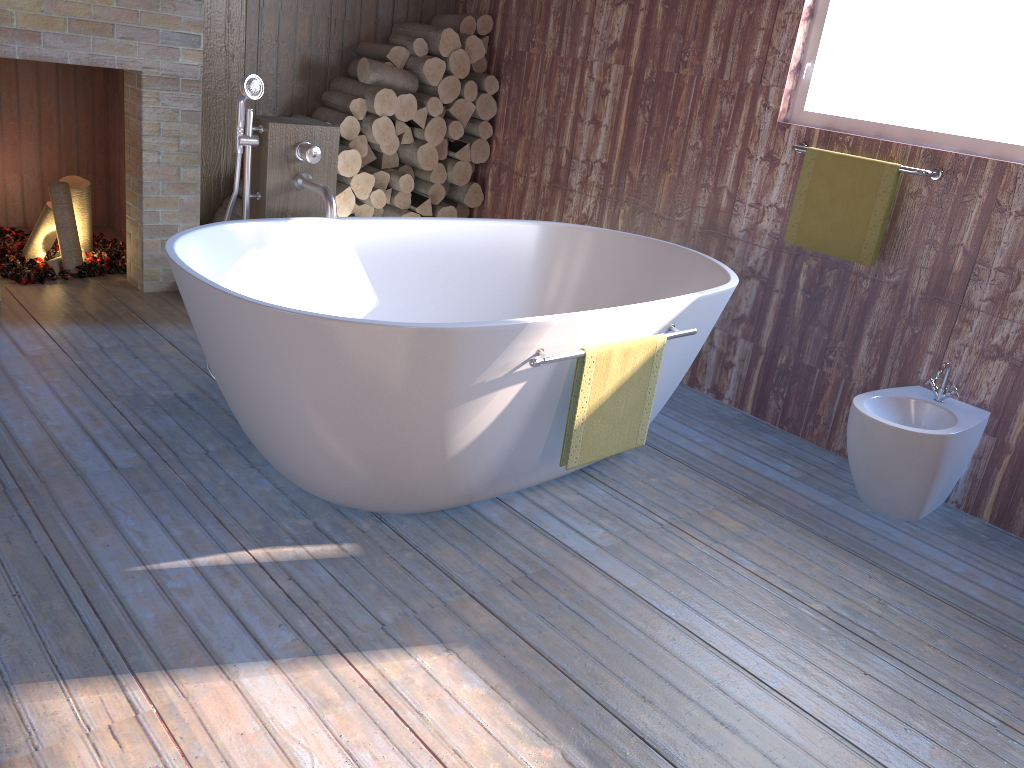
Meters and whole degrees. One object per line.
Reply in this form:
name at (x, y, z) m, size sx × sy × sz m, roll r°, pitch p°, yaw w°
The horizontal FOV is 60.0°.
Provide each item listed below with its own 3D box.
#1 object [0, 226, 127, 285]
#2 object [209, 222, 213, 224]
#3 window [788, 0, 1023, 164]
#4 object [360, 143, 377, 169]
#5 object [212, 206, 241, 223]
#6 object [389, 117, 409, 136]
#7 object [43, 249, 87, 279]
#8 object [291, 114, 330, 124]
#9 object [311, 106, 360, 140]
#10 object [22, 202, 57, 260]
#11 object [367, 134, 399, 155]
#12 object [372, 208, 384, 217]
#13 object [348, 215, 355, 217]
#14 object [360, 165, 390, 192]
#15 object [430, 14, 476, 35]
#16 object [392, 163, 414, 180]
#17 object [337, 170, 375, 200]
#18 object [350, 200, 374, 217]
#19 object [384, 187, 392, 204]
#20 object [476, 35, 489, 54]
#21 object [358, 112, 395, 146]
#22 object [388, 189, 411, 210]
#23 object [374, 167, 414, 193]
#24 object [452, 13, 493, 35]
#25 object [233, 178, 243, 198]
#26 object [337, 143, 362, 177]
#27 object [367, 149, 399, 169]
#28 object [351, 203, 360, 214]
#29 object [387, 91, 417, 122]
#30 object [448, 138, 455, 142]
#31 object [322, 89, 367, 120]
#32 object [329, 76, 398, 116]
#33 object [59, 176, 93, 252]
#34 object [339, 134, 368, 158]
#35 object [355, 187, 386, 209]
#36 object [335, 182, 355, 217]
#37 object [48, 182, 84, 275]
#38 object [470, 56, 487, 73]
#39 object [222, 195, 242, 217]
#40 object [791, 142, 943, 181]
object at (-2.348, -0.686, 4.521) m, size 0.935 × 0.085 × 0.829 m, roll 19°, pitch 23°, yaw 27°
object at (-1.399, -0.700, 4.293) m, size 0.114 × 0.120 × 0.303 m, roll -9°, pitch 26°, yaw -39°
window at (1.541, -1.088, 2.993) m, size 0.054 × 0.587 × 1.255 m, roll -9°, pitch 26°, yaw -39°
object at (-0.838, -1.215, 4.603) m, size 0.128 × 0.150 × 0.323 m, roll -10°, pitch 27°, yaw -40°
object at (-1.354, -0.790, 4.283) m, size 0.085 × 0.091 × 0.280 m, roll -10°, pitch 27°, yaw -41°
object at (-0.641, -1.344, 4.579) m, size 0.088 × 0.092 × 0.280 m, roll -9°, pitch 26°, yaw -39°
object at (-2.160, -0.588, 4.293) m, size 0.085 × 0.084 × 0.278 m, roll 9°, pitch 20°, yaw 3°
object at (-0.988, -1.251, 4.363) m, size 0.114 × 0.113 × 0.301 m, roll -11°, pitch 28°, yaw -42°
object at (-0.872, -1.290, 4.382) m, size 0.115 × 0.123 × 0.291 m, roll -9°, pitch 26°, yaw -39°
object at (-2.282, -0.736, 4.332) m, size 0.221 × 0.306 × 0.121 m, roll 3°, pitch 21°, yaw -15°
object at (-0.705, -1.262, 4.557) m, size 0.115 × 0.123 × 0.291 m, roll -9°, pitch 26°, yaw -39°
object at (-0.814, -0.967, 4.752) m, size 0.121 × 0.124 × 0.291 m, roll -9°, pitch 26°, yaw -39°
object at (-0.968, -0.828, 4.572) m, size 0.151 × 0.150 × 0.483 m, roll -11°, pitch 28°, yaw -42°
object at (-0.763, -1.082, 4.605) m, size 0.114 × 0.120 × 0.303 m, roll -9°, pitch 26°, yaw -39°
object at (-0.311, -1.883, 4.669) m, size 0.104 × 0.121 × 0.270 m, roll -9°, pitch 26°, yaw -39°
object at (-0.660, -1.155, 4.804) m, size 0.116 × 0.118 × 0.289 m, roll -11°, pitch 28°, yaw -42°
object at (-0.880, -1.060, 4.525) m, size 0.139 × 0.148 × 0.458 m, roll -9°, pitch 27°, yaw -40°
object at (-0.846, -0.918, 4.619) m, size 0.114 × 0.120 × 0.303 m, roll -9°, pitch 26°, yaw -39°
object at (-0.748, -1.014, 4.652) m, size 0.086 × 0.089 × 0.279 m, roll -11°, pitch 28°, yaw -42°
object at (-0.246, -1.846, 4.773) m, size 0.081 × 0.100 × 0.281 m, roll -10°, pitch 27°, yaw -40°
object at (-0.771, -1.310, 4.473) m, size 0.141 × 0.143 × 0.437 m, roll -11°, pitch 27°, yaw -42°
object at (-0.668, -1.015, 4.729) m, size 0.111 × 0.113 × 0.301 m, roll -11°, pitch 27°, yaw -41°
object at (-0.682, -1.097, 4.667) m, size 0.098 × 0.100 × 0.437 m, roll -11°, pitch 27°, yaw -42°
object at (-0.228, -1.919, 4.731) m, size 0.112 × 0.113 × 0.271 m, roll -10°, pitch 27°, yaw -40°
object at (-1.256, -0.923, 4.295) m, size 0.101 × 0.103 × 0.242 m, roll -9°, pitch 26°, yaw -39°
object at (-0.922, -1.145, 4.420) m, size 0.138 × 0.147 × 0.440 m, roll -9°, pitch 27°, yaw -40°
object at (-0.729, -1.222, 4.706) m, size 0.104 × 0.127 × 0.321 m, roll -9°, pitch 27°, yaw -39°
object at (-0.887, -0.935, 4.553) m, size 0.088 × 0.092 × 0.280 m, roll -9°, pitch 26°, yaw -39°
object at (-0.662, -1.443, 4.517) m, size 0.138 × 0.147 × 0.440 m, roll -9°, pitch 27°, yaw -40°
object at (-0.371, -1.361, 4.810) m, size 0.067 × 0.069 × 0.177 m, roll -10°, pitch 27°, yaw -40°
object at (-0.829, -1.386, 4.395) m, size 0.106 × 0.112 × 0.282 m, roll -9°, pitch 26°, yaw -39°
object at (-0.746, -1.441, 4.438) m, size 0.135 × 0.145 × 0.439 m, roll -9°, pitch 27°, yaw -40°
object at (-2.193, -0.818, 4.466) m, size 0.140 × 0.459 × 0.266 m, roll -1°, pitch 22°, yaw -24°
object at (-0.851, -1.220, 4.461) m, size 0.111 × 0.113 × 0.301 m, roll -10°, pitch 27°, yaw -41°
object at (-0.814, -1.002, 4.587) m, size 0.098 × 0.100 × 0.437 m, roll -11°, pitch 27°, yaw -42°
object at (-0.990, -0.960, 4.485) m, size 0.155 × 0.174 × 0.483 m, roll -11°, pitch 27°, yaw -41°
object at (-2.127, -0.738, 4.235) m, size 0.098 × 0.434 × 0.283 m, roll -11°, pitch 27°, yaw -42°
object at (-0.256, -1.750, 4.791) m, size 0.107 × 0.115 × 0.269 m, roll -9°, pitch 26°, yaw -39°
object at (-1.260, -0.812, 4.266) m, size 0.117 × 0.120 × 0.370 m, roll -11°, pitch 27°, yaw -41°
object at (1.246, -0.805, 3.186) m, size 0.091 × 0.043 × 0.581 m, roll -9°, pitch 27°, yaw -39°
